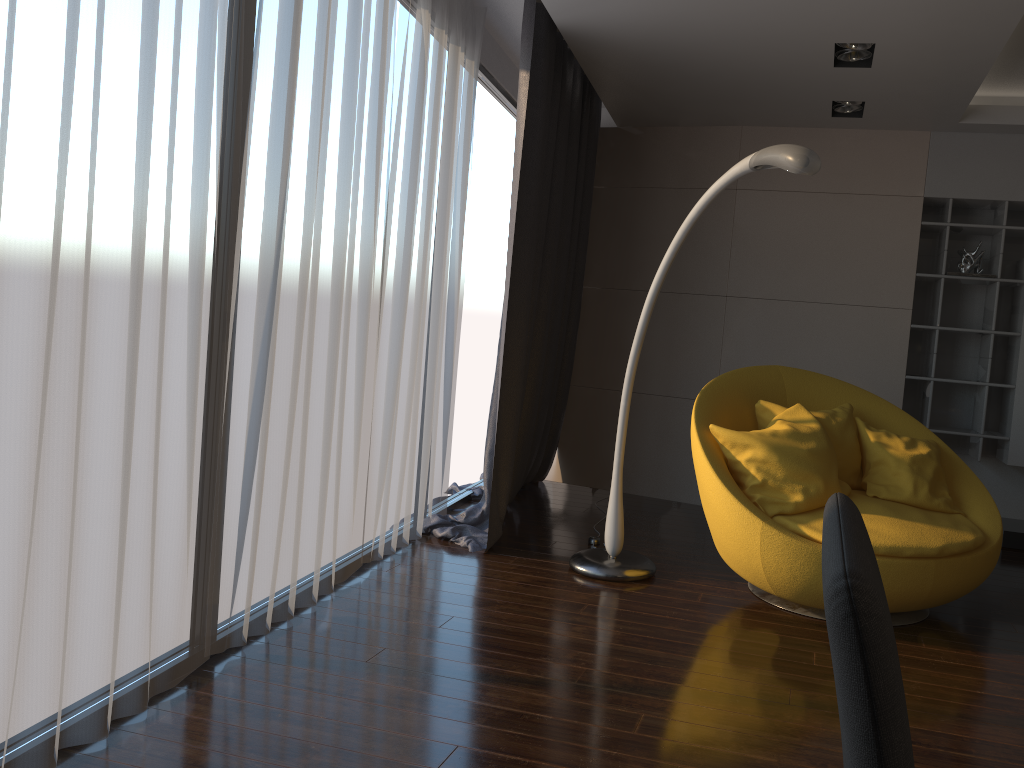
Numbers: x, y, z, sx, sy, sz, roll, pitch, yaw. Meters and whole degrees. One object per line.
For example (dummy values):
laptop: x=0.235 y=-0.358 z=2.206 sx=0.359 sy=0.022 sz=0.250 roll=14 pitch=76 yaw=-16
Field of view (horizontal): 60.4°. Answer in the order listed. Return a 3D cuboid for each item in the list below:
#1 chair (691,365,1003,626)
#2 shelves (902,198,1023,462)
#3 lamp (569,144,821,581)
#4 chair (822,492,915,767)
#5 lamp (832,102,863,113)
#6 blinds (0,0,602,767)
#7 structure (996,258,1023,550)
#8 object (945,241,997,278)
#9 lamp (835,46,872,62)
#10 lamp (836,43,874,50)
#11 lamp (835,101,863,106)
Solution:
chair: x=1.502 y=0.457 z=3.974 sx=1.570 sy=1.004 sz=1.099 roll=4 pitch=4 yaw=-18
shelves: x=3.459 y=-0.277 z=5.450 sx=1.873 sy=1.599 sz=0.389 roll=6 pitch=3 yaw=14
lamp: x=0.612 y=-0.073 z=4.879 sx=0.586 sy=1.777 sz=4.205 roll=5 pitch=4 yaw=-1
chair: x=0.499 y=0.623 z=0.712 sx=0.557 sy=0.963 sz=0.440 roll=6 pitch=3 yaw=16
lamp: x=1.981 y=-1.641 z=5.190 sx=0.169 sy=0.077 sz=0.185 roll=7 pitch=4 yaw=28
blinds: x=-0.609 y=-0.560 z=2.519 sx=0.735 sy=2.891 sz=7.627 roll=5 pitch=4 yaw=12
structure: x=4.467 y=0.235 z=5.162 sx=2.811 sy=1.764 sz=0.493 roll=6 pitch=3 yaw=14
object: x=2.872 y=-0.778 z=5.520 sx=0.277 sy=0.227 sz=0.292 roll=6 pitch=4 yaw=17
lamp: x=1.651 y=-1.602 z=4.251 sx=0.169 sy=0.077 sz=0.185 roll=7 pitch=4 yaw=28
lamp: x=1.590 y=-1.595 z=4.075 sx=0.168 sy=0.077 sz=0.186 roll=8 pitch=5 yaw=35
lamp: x=1.920 y=-1.633 z=5.014 sx=0.168 sy=0.077 sz=0.186 roll=8 pitch=5 yaw=35
